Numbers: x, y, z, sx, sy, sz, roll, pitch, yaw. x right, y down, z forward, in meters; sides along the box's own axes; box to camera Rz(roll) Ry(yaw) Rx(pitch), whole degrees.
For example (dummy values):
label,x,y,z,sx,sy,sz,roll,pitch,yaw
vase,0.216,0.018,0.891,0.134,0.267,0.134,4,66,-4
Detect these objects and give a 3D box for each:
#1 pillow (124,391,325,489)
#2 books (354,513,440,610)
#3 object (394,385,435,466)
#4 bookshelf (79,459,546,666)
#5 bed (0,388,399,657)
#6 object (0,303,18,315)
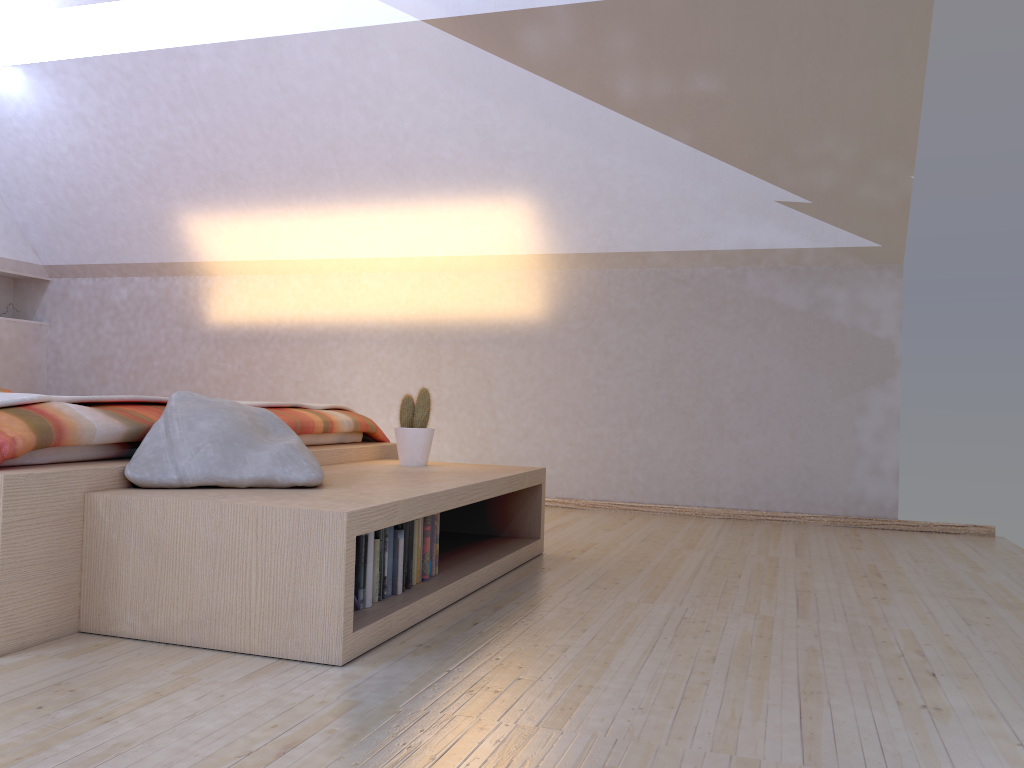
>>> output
label,x,y,z,sx,sy,sz,roll,pitch,yaw
pillow,-0.739,0.142,2.338,0.470,0.241,0.498,2,-1,-18
books,-0.357,0.415,2.143,0.157,0.193,0.652,1,-1,18
object,-0.341,0.145,3.106,0.144,0.294,0.144,1,-2,43
bookshelf,-0.413,0.421,2.561,0.643,0.303,1.495,1,-1,18
bed,-2.142,0.038,3.120,3.009,0.994,2.087,1,-1,18
object,-3.221,-0.500,5.202,0.085,0.193,0.905,1,-1,18
